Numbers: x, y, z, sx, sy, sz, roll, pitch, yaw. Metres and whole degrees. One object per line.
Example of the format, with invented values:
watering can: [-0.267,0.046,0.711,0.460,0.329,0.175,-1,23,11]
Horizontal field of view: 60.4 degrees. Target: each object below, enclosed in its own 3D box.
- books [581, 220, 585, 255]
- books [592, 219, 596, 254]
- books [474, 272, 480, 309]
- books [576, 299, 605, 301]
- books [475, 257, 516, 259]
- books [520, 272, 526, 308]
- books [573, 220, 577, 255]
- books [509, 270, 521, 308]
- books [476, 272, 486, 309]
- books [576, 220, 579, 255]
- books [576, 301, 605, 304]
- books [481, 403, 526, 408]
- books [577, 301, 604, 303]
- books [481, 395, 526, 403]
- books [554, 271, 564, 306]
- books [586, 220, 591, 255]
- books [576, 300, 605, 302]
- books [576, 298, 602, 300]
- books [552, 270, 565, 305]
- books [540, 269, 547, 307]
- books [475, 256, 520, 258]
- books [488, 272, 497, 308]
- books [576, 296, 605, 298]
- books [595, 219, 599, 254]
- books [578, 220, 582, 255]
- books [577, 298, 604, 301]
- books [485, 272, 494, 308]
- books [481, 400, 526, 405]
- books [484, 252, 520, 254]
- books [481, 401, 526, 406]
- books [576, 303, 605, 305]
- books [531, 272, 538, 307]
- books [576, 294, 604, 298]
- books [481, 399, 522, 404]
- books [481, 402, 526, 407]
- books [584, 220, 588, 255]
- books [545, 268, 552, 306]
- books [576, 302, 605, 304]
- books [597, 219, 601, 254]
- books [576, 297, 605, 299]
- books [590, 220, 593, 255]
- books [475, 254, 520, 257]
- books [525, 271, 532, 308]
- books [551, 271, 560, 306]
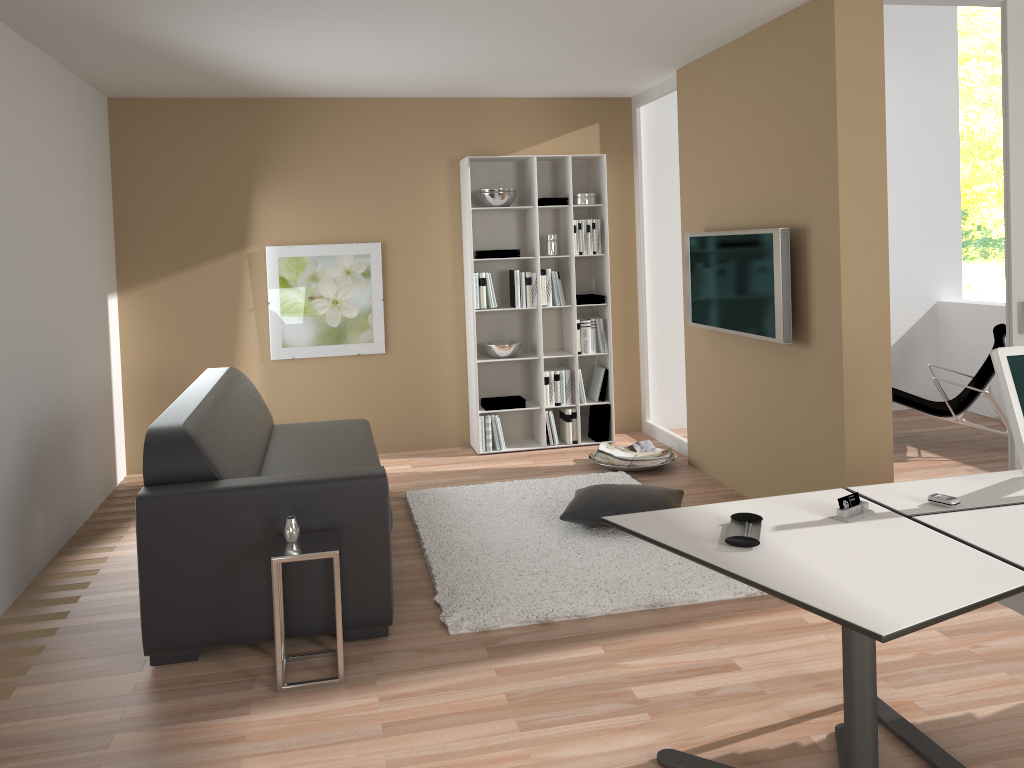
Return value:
books: [0.503,-1.095,6.583,0.020,0.257,0.209,-2,5,-12]
books: [0.587,-1.101,6.600,0.020,0.257,0.209,-2,5,-12]
books: [-0.274,-0.684,6.430,0.040,0.257,0.209,-3,5,-11]
books: [0.556,-0.640,6.649,0.210,0.006,0.300,-4,9,-12]
books: [-0.107,-0.929,6.474,0.297,0.007,0.212,-4,9,-12]
books: [0.064,-0.699,6.505,0.040,0.257,0.209,-3,5,-12]
books: [0.443,-1.090,6.564,0.020,0.257,0.209,-2,5,-12]
books: [0.022,-0.704,6.496,0.040,0.274,0.209,-3,4,-11]
books: [-0.227,-0.687,6.434,0.040,0.257,0.209,-3,5,-11]
books: [0.462,-1.093,6.575,0.020,0.257,0.209,-3,5,-12]
books: [0.557,-0.623,6.651,0.210,0.006,0.300,-4,9,-12]
books: [-0.065,0.146,6.512,0.297,0.006,0.212,-4,9,-12]
books: [0.556,-0.630,6.652,0.210,0.006,0.300,-4,9,-13]
books: [-0.064,0.113,6.511,0.297,0.006,0.212,-4,9,-12]
books: [0.329,-0.715,6.565,0.058,0.256,0.209,-3,5,-11]
books: [0.547,-1.097,6.587,0.020,0.257,0.209,-2,5,-12]
books: [0.556,-0.634,6.649,0.210,0.006,0.300,-4,9,-12]
books: [0.559,-0.651,6.650,0.210,0.008,0.300,-4,9,-12]
books: [0.342,-0.721,6.585,0.058,0.256,0.209,-3,5,-11]
books: [0.208,-0.717,6.546,0.053,0.271,0.209,-3,5,-11]
books: [-0.106,-0.934,6.476,0.297,0.006,0.212,-4,9,-12]
books: [-0.159,-0.694,6.463,0.058,0.256,0.209,-3,5,-11]
books: [0.555,-0.661,6.646,0.210,0.007,0.300,-4,9,-12]
books: [0.608,-1.102,6.605,0.020,0.257,0.209,-2,5,-12]
books: [0.483,-1.094,6.577,0.020,0.257,0.209,-2,5,-12]
books: [0.554,-0.646,6.650,0.210,0.006,0.300,-4,9,-10]
books: [-0.180,-0.691,6.447,0.060,0.258,0.209,-3,5,-11]
books: [-0.067,0.124,6.514,0.297,0.008,0.212,-4,9,-12]
books: [-0.107,-0.962,6.473,0.297,0.006,0.212,-4,9,-11]
books: [-0.067,0.129,6.514,0.297,0.008,0.212,-4,9,-12]
books: [0.555,-0.613,6.652,0.210,0.007,0.300,-4,9,-12]
books: [0.145,-0.701,6.524,0.040,0.250,0.209,-3,5,-12]
books: [0.556,-0.666,6.645,0.210,0.006,0.300,-4,9,-12]
books: [-0.064,0.118,6.510,0.297,0.007,0.212,-4,9,-12]
books: [-0.065,0.141,6.511,0.297,0.006,0.212,-4,9,-12]
books: [0.524,-1.097,6.587,0.020,0.257,0.209,-2,5,-12]
books: [0.254,-0.722,6.557,0.040,0.274,0.209,-3,4,-12]
books: [0.557,-0.618,6.651,0.210,0.006,0.300,-4,9,-12]
books: [0.629,-1.104,6.610,0.020,0.257,0.209,-2,5,-12]
books: [0.559,-0.657,6.650,0.210,0.008,0.300,-4,9,-12]
books: [0.566,-1.100,6.598,0.020,0.257,0.209,-3,5,-12]
books: [-0.109,-0.946,6.475,0.298,0.006,0.212,-4,9,-14]
books: [0.105,-0.701,6.508,0.040,0.257,0.209,-3,5,-11]
books: [0.302,-0.716,6.564,0.060,0.258,0.209,-3,5,-12]
